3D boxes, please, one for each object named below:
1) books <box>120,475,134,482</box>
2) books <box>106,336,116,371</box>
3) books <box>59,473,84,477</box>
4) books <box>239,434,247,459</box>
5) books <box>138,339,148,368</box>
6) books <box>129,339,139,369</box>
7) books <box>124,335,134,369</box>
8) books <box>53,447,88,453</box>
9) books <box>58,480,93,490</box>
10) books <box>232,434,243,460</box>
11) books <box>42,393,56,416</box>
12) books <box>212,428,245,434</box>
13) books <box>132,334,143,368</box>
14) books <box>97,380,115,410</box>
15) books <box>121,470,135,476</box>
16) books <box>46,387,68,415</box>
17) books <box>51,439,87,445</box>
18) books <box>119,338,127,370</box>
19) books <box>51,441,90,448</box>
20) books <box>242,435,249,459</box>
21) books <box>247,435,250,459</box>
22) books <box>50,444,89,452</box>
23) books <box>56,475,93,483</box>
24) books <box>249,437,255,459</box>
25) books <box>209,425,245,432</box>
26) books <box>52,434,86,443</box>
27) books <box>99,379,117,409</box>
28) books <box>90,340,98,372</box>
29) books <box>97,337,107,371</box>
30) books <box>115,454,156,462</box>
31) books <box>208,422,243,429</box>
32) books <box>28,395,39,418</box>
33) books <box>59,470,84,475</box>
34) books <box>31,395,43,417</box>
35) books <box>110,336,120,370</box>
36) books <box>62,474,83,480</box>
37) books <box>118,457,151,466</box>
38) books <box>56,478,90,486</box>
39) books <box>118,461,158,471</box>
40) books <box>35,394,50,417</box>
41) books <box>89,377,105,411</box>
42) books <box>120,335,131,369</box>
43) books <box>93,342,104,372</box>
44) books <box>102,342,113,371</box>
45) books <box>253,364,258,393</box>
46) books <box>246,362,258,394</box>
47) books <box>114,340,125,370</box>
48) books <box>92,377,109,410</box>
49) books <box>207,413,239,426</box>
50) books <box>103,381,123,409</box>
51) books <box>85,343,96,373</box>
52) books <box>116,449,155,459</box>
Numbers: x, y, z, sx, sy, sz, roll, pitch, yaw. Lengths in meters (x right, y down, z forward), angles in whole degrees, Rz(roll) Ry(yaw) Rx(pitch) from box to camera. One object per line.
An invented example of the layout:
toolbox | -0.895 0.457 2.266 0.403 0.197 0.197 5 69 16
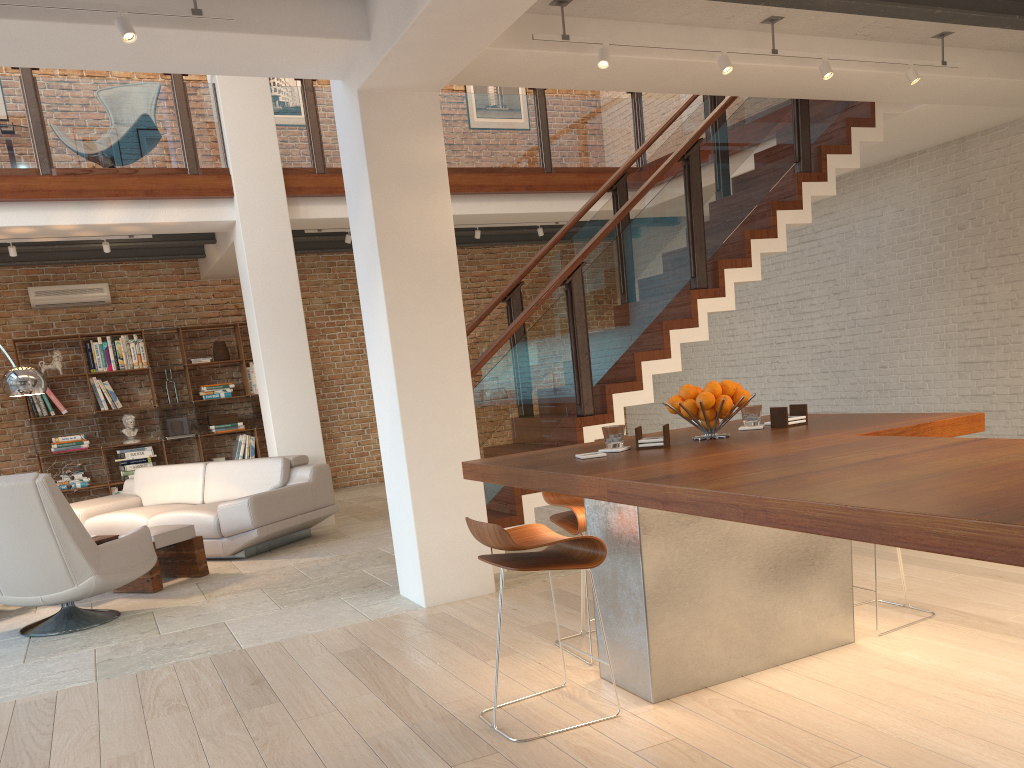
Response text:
books | -4.375 1.082 10.228 0.374 0.066 0.243 -7 2 -31
books | -4.571 -0.338 9.943 0.036 0.393 0.241 -11 9 -26
books | -5.030 1.033 9.953 0.233 0.019 0.170 -7 1 -32
books | -3.327 0.805 10.696 0.159 0.382 0.241 -11 9 -25
books | -4.283 -0.344 10.108 0.055 0.337 0.251 -11 9 -26
books | -4.360 -0.335 10.048 0.055 0.337 0.251 -11 9 -26
books | -4.407 -0.358 10.029 0.036 0.393 0.241 -11 9 -26
books | -5.008 0.749 9.895 0.352 0.021 0.270 -7 1 -25
books | -4.993 1.157 9.956 0.324 0.057 0.251 -7 1 -15
books | -3.374 0.811 10.700 0.161 0.381 0.241 -11 9 -25
books | -5.196 0.170 9.724 0.120 0.390 0.241 -11 9 -26
books | -3.456 0.570 10.614 0.351 0.021 0.270 -7 1 -27
books | -4.323 -0.367 10.068 0.036 0.393 0.241 -11 9 -26
books | -4.652 0.125 9.981 0.123 0.357 0.268 -11 8 -26
books | -4.391 1.023 10.233 0.358 0.057 0.280 -7 1 -23
books | -5.120 0.192 9.789 0.192 0.326 0.251 -10 8 -25
books | -5.021 0.655 9.883 0.351 0.021 0.270 -7 1 -27
books | -4.465 -0.337 10.004 0.020 0.367 0.268 -11 9 -26
books | -5.007 0.683 9.871 0.374 0.037 0.243 -7 1 -31
books | -3.283 0.808 10.728 0.096 0.363 0.268 -11 9 -26
books | -3.268 0.809 10.745 0.096 0.363 0.268 -11 9 -26
books | -5.016 0.721 9.880 0.374 0.037 0.243 -7 1 -30
books | -5.005 1.084 9.938 0.374 0.018 0.243 -7 1 -32
books | -3.221 0.812 10.752 0.115 0.342 0.251 -11 9 -26
books | -3.477 0.543 10.615 0.374 0.037 0.243 -7 1 -30
books | -5.017 0.616 9.877 0.323 0.057 0.252 -7 1 -23
books | -4.637 0.123 9.998 0.123 0.357 0.268 -11 8 -26
books | -4.739 -0.306 9.889 0.020 0.367 0.268 -11 9 -26
books | -4.658 -0.329 9.909 0.036 0.393 0.241 -11 9 -26
books | -4.401 0.863 10.189 0.439 0.021 0.270 -7 1 -25
books | -3.479 0.506 10.572 0.375 0.037 0.242 -7 1 -26
books | -5.327 0.183 9.669 0.090 0.393 0.241 -11 9 -26
books | -5.016 1.005 9.933 0.249 0.017 0.161 -7 1 -25
books | -5.297 0.179 9.691 0.090 0.393 0.241 -11 9 -26
books | -4.542 -0.342 9.967 0.036 0.393 0.241 -11 9 -26
books | -5.019 1.058 9.954 0.203 0.034 0.131 -7 1 -25
books | -4.406 0.902 10.179 0.322 0.057 0.253 -7 1 -30
books | -5.020 1.113 9.946 0.375 0.037 0.242 -7 1 -25
books | -4.381 0.961 10.212 0.373 0.066 0.244 -7 2 -38
books | -5.257 0.200 9.734 0.101 0.342 0.251 -11 9 -26
books | -4.741 0.117 9.952 0.100 0.393 0.241 -11 9 -26
books | -4.446 -0.353 10.026 0.036 0.393 0.241 -11 9 -26
books | -4.695 -0.296 9.892 0.055 0.337 0.251 -11 9 -26
books | -4.619 -0.305 9.947 0.055 0.337 0.251 -11 9 -26
books | -3.153 -0.053 10.667 0.020 0.367 0.268 -11 9 -26
books | -3.175 -0.064 10.644 0.036 0.393 0.241 -11 9 -26
books | -4.491 -0.320 9.978 0.055 0.337 0.251 -11 9 -26
books | -4.697 0.113 9.947 0.102 0.393 0.241 -11 9 -26
books | -3.501 0.430 10.560 0.332 0.121 0.211 -7 3 -25
books | -4.587 0.126 10.006 0.156 0.337 0.251 -10 8 -25
books | -4.772 -0.288 9.877 0.055 0.337 0.251 -11 9 -26
books | -4.406 0.819 10.201 0.374 0.066 0.243 -7 2 -31
